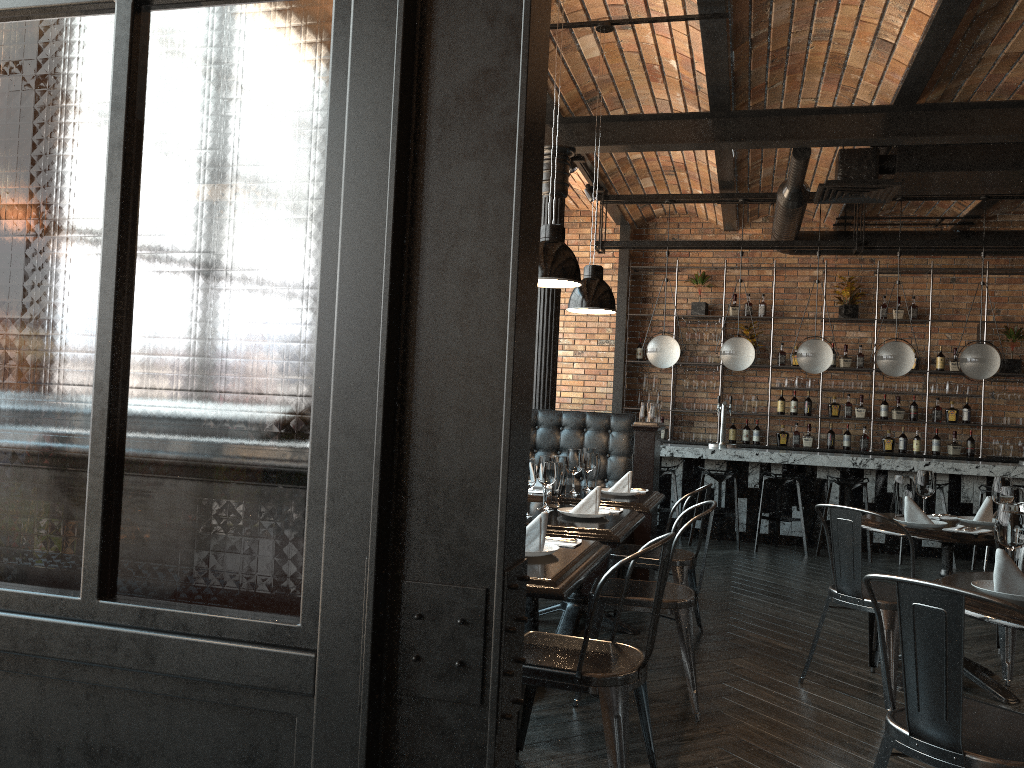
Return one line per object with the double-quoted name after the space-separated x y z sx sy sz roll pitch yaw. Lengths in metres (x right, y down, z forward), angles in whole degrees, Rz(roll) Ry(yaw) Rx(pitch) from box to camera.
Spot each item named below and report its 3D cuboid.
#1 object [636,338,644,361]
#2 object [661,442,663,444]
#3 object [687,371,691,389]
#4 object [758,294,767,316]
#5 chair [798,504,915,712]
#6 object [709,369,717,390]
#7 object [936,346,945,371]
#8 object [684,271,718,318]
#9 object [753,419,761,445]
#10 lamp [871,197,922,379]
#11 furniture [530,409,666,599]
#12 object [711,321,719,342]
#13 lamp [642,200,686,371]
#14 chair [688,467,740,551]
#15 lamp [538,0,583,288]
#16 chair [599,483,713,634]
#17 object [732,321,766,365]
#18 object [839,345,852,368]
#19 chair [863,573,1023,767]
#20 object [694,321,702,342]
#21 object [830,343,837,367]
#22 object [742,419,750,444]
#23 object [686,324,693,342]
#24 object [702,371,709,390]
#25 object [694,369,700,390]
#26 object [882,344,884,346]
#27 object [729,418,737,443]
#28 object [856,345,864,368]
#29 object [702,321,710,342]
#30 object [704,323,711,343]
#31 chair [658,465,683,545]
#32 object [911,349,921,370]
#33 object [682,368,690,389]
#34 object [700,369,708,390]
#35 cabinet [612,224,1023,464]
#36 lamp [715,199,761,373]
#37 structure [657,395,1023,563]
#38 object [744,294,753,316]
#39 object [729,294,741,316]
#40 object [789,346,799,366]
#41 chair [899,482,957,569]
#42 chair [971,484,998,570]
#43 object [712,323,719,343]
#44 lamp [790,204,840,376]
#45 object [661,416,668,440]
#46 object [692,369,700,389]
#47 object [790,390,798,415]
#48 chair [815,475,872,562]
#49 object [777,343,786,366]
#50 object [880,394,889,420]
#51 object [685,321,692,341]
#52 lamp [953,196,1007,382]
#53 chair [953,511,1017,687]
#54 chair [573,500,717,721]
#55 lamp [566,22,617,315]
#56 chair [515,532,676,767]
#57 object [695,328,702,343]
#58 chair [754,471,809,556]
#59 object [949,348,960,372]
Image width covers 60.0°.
1.578 -0.421 10.928 0.086 0.298 0.086 3 -2 -26 "object"
1.402 0.604 9.139 0.273 0.019 0.437 2 -1 15 "object"
2.138 -0.059 10.811 0.092 0.244 0.092 2 -1 21 "object"
2.982 -0.928 10.544 0.083 0.282 0.083 2 -2 30 "object"
1.678 0.978 4.039 0.558 0.857 0.504 4 -2 -30 "chair"
2.398 -0.052 10.571 0.092 0.244 0.092 2 -1 21 "object"
4.851 -0.283 10.034 0.086 0.299 0.086 3 -2 -26 "object"
2.285 -1.092 10.760 0.377 0.554 0.422 3 -1 3 "object"
2.905 0.569 10.517 0.086 0.298 0.086 3 -2 -26 "object"
3.700 -0.923 8.499 0.340 1.754 0.340 4 -2 -29 "lamp"
-0.547 0.695 4.121 1.979 1.212 5.451 2 -1 15 "furniture"
2.426 -0.625 10.585 0.092 0.244 0.092 2 -1 21 "object"
1.577 -1.012 9.062 0.340 1.754 0.340 4 -2 -29 "lamp"
1.945 1.153 8.375 0.475 0.737 0.414 2 -1 20 "chair"
0.212 -1.274 4.002 0.291 1.653 0.291 2 -2 40 "lamp"
0.795 0.955 4.865 0.558 0.857 0.504 2 -1 20 "chair"
2.814 -0.483 10.543 0.430 0.526 0.425 2 -2 27 "object"
3.864 -0.315 10.274 0.123 0.279 0.123 3 -1 3 "object"
1.197 0.913 2.269 0.558 0.857 0.504 4 -2 -35 "chair"
2.230 -0.633 10.637 0.092 0.244 0.092 2 -1 21 "object"
3.734 -0.331 10.331 0.086 0.298 0.086 3 -2 -26 "object"
2.797 0.565 10.570 0.086 0.298 0.086 3 -2 -26 "object"
2.166 -0.631 10.824 0.092 0.244 0.092 2 -1 21 "object"
2.340 -0.051 10.757 0.092 0.244 0.092 2 -1 21 "object"
2.244 -0.055 10.783 0.092 0.244 0.092 2 -1 21 "object"
4.263 -0.309 10.187 0.086 0.299 0.086 3 -2 -26 "object"
2.638 0.559 10.586 0.086 0.299 0.086 3 -2 -26 "object"
4.024 -0.311 10.246 0.083 0.282 0.083 2 -1 15 "object"
2.326 -0.629 10.611 0.092 0.244 0.092 2 -1 21 "object"
2.368 -0.623 10.771 0.092 0.244 0.092 2 -1 21 "object"
1.394 1.130 8.521 0.475 0.737 0.414 3 -1 5 "chair"
4.574 -0.269 10.099 0.151 0.248 0.094 1 -2 44 "object"
2.096 -0.065 10.651 0.092 0.244 0.092 2 -1 21 "object"
2.298 -0.057 10.598 0.092 0.244 0.092 2 -1 21 "object"
2.897 -0.211 10.499 7.075 3.779 0.564 2 -1 15 "cabinet"
2.284 -0.983 8.874 0.340 1.754 0.340 4 -2 -29 "lamp"
3.871 0.915 9.023 5.346 1.430 1.930 2 -1 15 "structure"
2.821 -0.935 10.586 0.083 0.282 0.083 3 -1 0 "object"
2.669 -0.938 10.628 0.123 0.279 0.123 3 -1 3 "object"
3.339 -0.321 10.427 0.151 0.248 0.094 2 -1 19 "object"
3.669 1.225 7.918 0.475 0.737 0.414 3 -1 10 "chair"
4.267 1.251 7.759 0.475 0.737 0.414 2 -1 20 "chair"
2.468 -0.619 10.744 0.092 0.244 0.092 2 -1 21 "object"
2.992 -0.953 8.686 0.340 1.754 0.340 4 -2 -29 "lamp"
1.824 0.534 10.781 0.123 0.279 0.123 2 -2 28 "object"
2.202 -0.061 10.623 0.092 0.244 0.092 2 -1 21 "object"
3.326 0.224 10.443 0.086 0.298 0.086 3 -2 -26 "object"
3.050 1.199 8.082 0.475 0.737 0.414 2 -1 25 "chair"
3.185 -0.346 10.469 0.083 0.282 0.083 3 -1 0 "object"
4.273 0.263 10.168 0.086 0.298 0.086 3 -2 -26 "object"
2.124 -0.637 10.665 0.092 0.244 0.092 2 -1 21 "object"
4.408 -0.893 8.311 0.340 1.754 0.340 4 -2 -29 "lamp"
2.561 1.033 4.554 0.558 0.857 0.504 3 -1 -20 "chair"
0.585 0.920 3.843 0.558 0.857 0.504 3 -1 10 "chair"
0.493 -1.236 5.067 0.291 1.653 0.291 4 -2 -30 "lamp"
0.209 0.877 2.786 0.558 0.857 0.504 2 -1 20 "chair"
2.272 -0.627 10.796 0.092 0.244 0.092 2 -1 21 "object"
2.489 1.176 8.231 0.475 0.737 0.414 3 -1 10 "chair"
4.987 -0.268 9.977 0.123 0.279 0.123 2 -1 23 "object"
